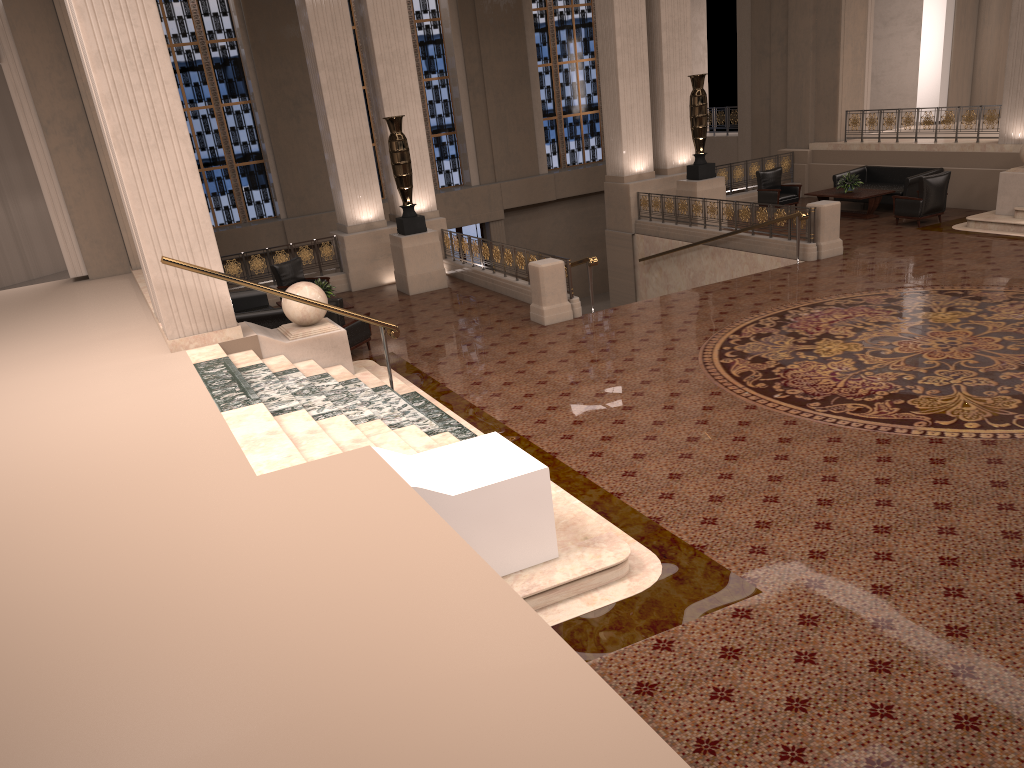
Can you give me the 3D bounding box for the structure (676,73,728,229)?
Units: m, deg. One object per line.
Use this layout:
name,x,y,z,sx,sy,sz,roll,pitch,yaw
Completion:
structure,3.588,-4.383,16.829,0.693,2.907,0.679,-16,25,-21

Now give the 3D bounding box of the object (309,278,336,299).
object,-2.830,-1.367,12.933,0.502,0.392,0.503,-4,21,9

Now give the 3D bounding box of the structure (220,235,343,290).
structure,-4.258,-2.056,15.480,2.508,0.683,0.031,-15,24,-20

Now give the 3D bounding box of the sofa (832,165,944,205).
sofa,7.202,-3.771,17.030,0.865,0.737,1.867,-16,21,-22

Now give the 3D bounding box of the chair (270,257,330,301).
chair,-3.465,-1.617,14.574,0.713,0.880,0.625,6,25,30

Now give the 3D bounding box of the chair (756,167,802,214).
chair,5.442,-3.954,18.020,0.638,0.880,0.699,-18,24,-26

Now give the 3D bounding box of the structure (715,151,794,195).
structure,5.108,-4.512,19.100,2.508,0.683,0.031,-15,24,-20

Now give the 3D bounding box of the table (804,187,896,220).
table,6.396,-3.426,16.764,0.830,0.454,1.433,-16,21,-22

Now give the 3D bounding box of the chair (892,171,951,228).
chair,7.045,-3.189,15.176,0.641,0.880,0.696,-16,23,-21

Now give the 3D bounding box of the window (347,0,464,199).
window,-2.972,-7.585,22.266,2.956,5.587,0.067,-16,25,-20

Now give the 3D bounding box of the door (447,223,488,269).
door,-1.305,-2.998,24.260,1.476,2.840,0.150,-16,25,-20

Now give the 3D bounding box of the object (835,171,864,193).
object,6.341,-3.807,16.579,0.502,0.392,0.503,-4,21,9

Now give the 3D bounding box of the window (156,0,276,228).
window,-7.548,-6.385,20.497,2.956,5.587,0.067,-16,25,-20

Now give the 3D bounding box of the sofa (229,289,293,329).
sofa,-3.763,-0.895,12.793,0.865,0.737,1.867,-16,21,-22

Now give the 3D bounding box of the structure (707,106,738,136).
structure,5.133,-6.659,22.360,0.030,0.696,2.094,-17,21,-22

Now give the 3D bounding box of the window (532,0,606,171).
window,1.763,-8.827,24.096,2.956,5.587,0.067,-16,25,-20

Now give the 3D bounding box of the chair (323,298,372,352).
chair,-2.318,-0.785,11.712,0.645,0.880,0.691,4,24,25

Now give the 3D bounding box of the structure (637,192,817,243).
structure,3.584,-3.008,15.640,0.078,0.560,4.798,-17,21,-22

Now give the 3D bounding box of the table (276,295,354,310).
table,-2.921,-0.983,13.163,0.830,0.454,1.433,-16,21,-22

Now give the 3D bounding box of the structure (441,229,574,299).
structure,-0.212,-2.013,14.173,0.078,0.560,4.794,-17,21,-21

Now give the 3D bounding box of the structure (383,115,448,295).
structure,-1.729,-2.988,14.774,0.693,2.907,0.679,-16,25,-21

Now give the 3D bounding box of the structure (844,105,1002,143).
structure,7.782,-4.973,16.936,0.031,0.651,3.589,-17,21,-22
